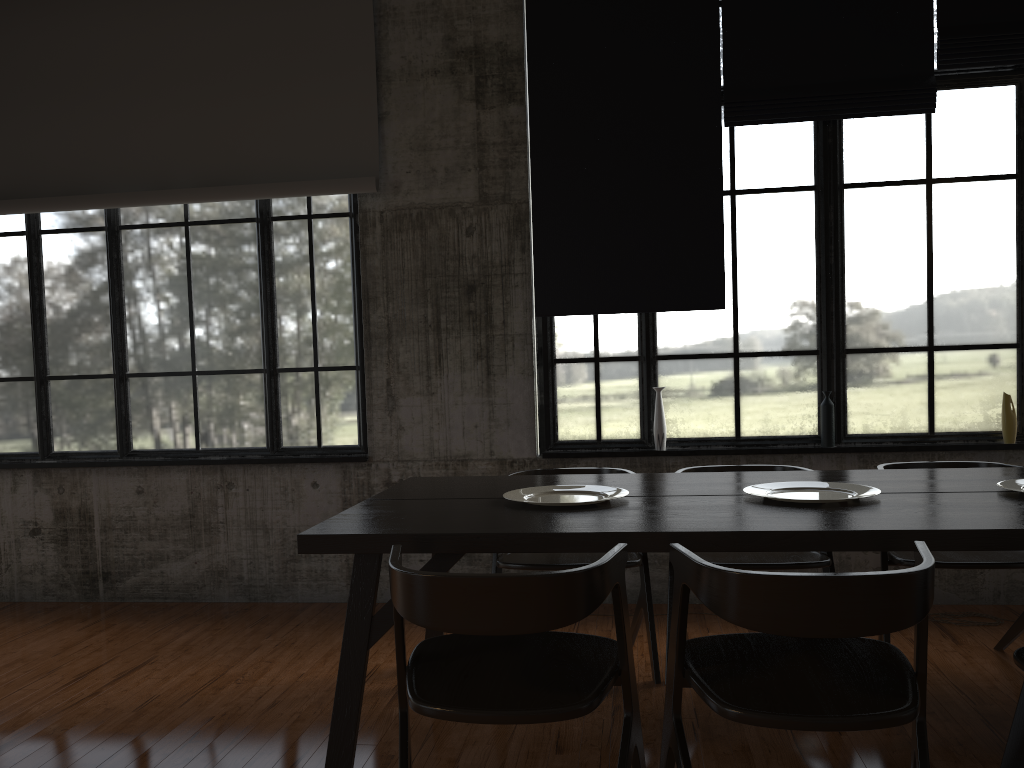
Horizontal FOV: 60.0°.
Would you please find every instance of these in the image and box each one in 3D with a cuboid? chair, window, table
[{"bbox_3d":[0.884,0.989,2.714,0.878,0.995,0.768,-2,2,7],"label":"chair"},{"bbox_3d":[1.203,0.949,4.516,0.878,0.995,0.768,-2,2,8],"label":"chair"},{"bbox_3d":[-0.009,1.016,2.835,0.878,0.995,0.768,-2,2,8],"label":"chair"},{"bbox_3d":[2.212,0.918,4.389,0.878,0.995,0.768,-2,2,7],"label":"chair"},{"bbox_3d":[-3.114,-1.124,6.257,4.305,3.440,0.050,-2,3,8],"label":"window"},{"bbox_3d":[1.928,0.958,2.531,0.878,0.995,0.768,-2,2,4],"label":"chair"},{"bbox_3d":[2.012,-1.280,5.566,3.812,3.440,0.050,-2,3,8],"label":"window"},{"bbox_3d":[0.311,0.976,4.636,0.878,0.995,0.768,-2,2,7],"label":"chair"},{"bbox_3d":[1.205,0.955,3.662,3.702,1.007,1.636,-2,1,8],"label":"table"}]

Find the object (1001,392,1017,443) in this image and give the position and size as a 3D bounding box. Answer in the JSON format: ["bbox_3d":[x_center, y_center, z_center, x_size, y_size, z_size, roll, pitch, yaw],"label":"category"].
[{"bbox_3d":[3.038,0.205,5.417,0.074,0.319,0.073,-3,3,-30],"label":"object"}]

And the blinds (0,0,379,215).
[{"bbox_3d":[-3.110,-2.064,6.017,4.466,1.778,0.136,-2,3,8],"label":"blinds"}]

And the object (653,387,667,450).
[{"bbox_3d":[0.951,0.223,5.702,0.082,0.411,0.082,-4,3,-32],"label":"object"}]

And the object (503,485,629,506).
[{"bbox_3d":[0.225,0.470,3.710,0.527,0.025,0.526,-2,1,18],"label":"object"}]

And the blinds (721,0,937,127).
[{"bbox_3d":[1.927,-2.326,5.424,1.255,1.400,0.051,-2,3,8],"label":"blinds"}]

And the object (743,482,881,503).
[{"bbox_3d":[1.205,0.440,3.578,0.527,0.025,0.526,-2,1,18],"label":"object"}]

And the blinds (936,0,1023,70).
[{"bbox_3d":[3.202,-2.493,5.245,1.296,1.143,0.052,-2,3,8],"label":"blinds"}]

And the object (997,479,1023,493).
[{"bbox_3d":[2.185,0.410,3.446,0.527,0.025,0.526,-2,1,18],"label":"object"}]

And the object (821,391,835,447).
[{"bbox_3d":[1.979,0.222,5.561,0.080,0.352,0.080,0,3,39],"label":"object"}]

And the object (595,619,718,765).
[{"bbox_3d":[4.127,1.097,0.576,20.833,0.658,8.758,-2,1,8],"label":"object"}]

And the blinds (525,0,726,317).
[{"bbox_3d":[0.713,-1.721,5.639,1.215,2.537,0.034,-2,3,8],"label":"blinds"}]
